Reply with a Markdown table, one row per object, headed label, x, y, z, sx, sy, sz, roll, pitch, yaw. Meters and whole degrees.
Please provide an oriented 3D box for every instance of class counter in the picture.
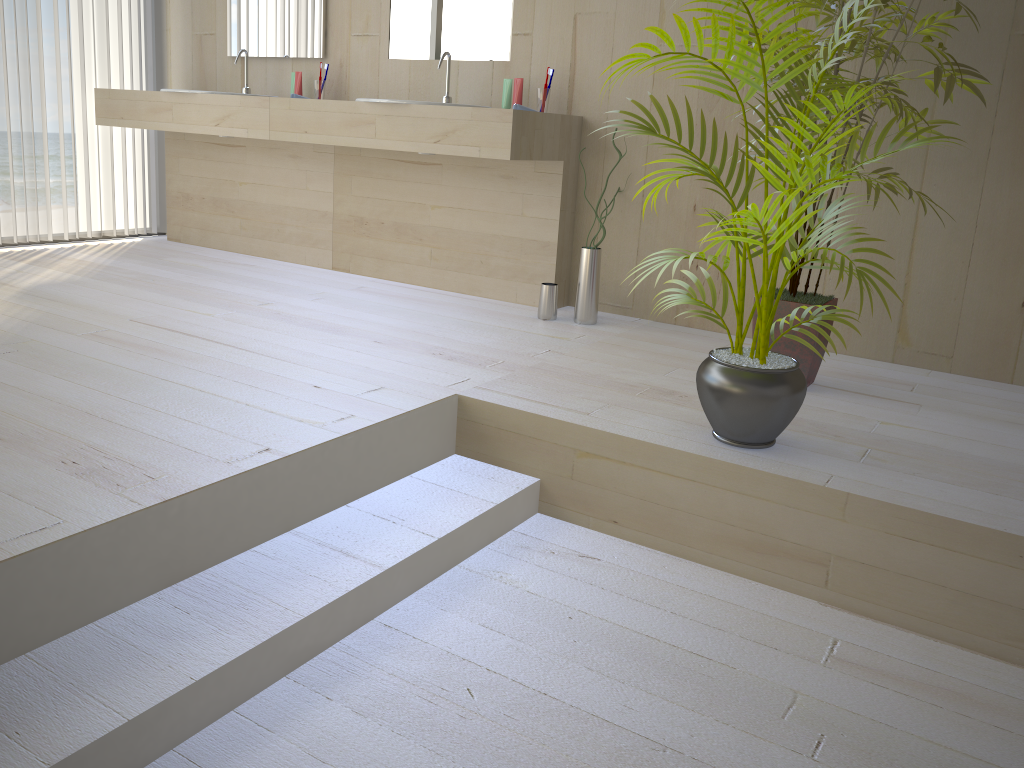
| label | x | y | z | sx | sy | sz | roll | pitch | yaw |
| --- | --- | --- | --- | --- | --- | --- | --- | --- | --- |
| counter | -0.386 | -0.760 | 3.722 | 1.211 | 0.780 | 0.555 | 13 | 16 | 30 |
| counter | -1.407 | -1.000 | 4.330 | 1.211 | 0.780 | 0.555 | 13 | 16 | 30 |

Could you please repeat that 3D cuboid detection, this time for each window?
| label | x | y | z | sx | sy | sz | roll | pitch | yaw |
| --- | --- | --- | --- | --- | --- | --- | --- | --- | --- |
| window | -2.835 | -1.673 | 2.658 | 0.749 | 2.776 | 4.600 | 11 | 17 | 30 |

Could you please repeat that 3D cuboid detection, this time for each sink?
| label | x | y | z | sx | sy | sz | roll | pitch | yaw |
| --- | --- | --- | --- | --- | --- | --- | --- | --- | --- |
| sink | -1.377 | -1.382 | 4.182 | 0.577 | 0.414 | 0.508 | 14 | 18 | 33 |
| sink | -0.356 | -1.141 | 3.574 | 0.577 | 0.414 | 0.508 | 14 | 18 | 33 |

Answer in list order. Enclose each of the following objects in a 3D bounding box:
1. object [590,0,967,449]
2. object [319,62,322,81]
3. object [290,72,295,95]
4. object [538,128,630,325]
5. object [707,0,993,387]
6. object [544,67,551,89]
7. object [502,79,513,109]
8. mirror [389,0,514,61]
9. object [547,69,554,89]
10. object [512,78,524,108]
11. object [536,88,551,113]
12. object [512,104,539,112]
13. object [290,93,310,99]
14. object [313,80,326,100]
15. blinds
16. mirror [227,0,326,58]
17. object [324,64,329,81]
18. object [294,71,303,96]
| label | x | y | z | sx | sy | sz | roll | pitch | yaw |
| --- | --- | --- | --- | --- | --- | --- | --- | --- | --- |
| object | 0.565 | -0.416 | 2.001 | 0.917 | 1.142 | 0.760 | -3 | 15 | -25 |
| object | -0.887 | -1.398 | 4.099 | 0.012 | 0.176 | 0.050 | -1 | 14 | -19 |
| object | -1.042 | -1.423 | 4.240 | 0.039 | 0.133 | 0.039 | 1 | 13 | -10 |
| object | 0.298 | -0.620 | 3.450 | 0.274 | 0.739 | 0.411 | 8 | 14 | 18 |
| object | 0.943 | -0.853 | 2.584 | 0.789 | 1.734 | 0.946 | -5 | 16 | -33 |
| object | 0.135 | -1.158 | 3.491 | 0.012 | 0.176 | 0.050 | -1 | 14 | -19 |
| object | -0.020 | -1.182 | 3.632 | 0.039 | 0.133 | 0.039 | 0 | 14 | -17 |
| mirror | -0.249 | -1.825 | 3.765 | 0.657 | 0.857 | 0.023 | 12 | 15 | 30 |
| object | 0.139 | -1.166 | 3.527 | 0.054 | 0.173 | 0.012 | -5 | 16 | -33 |
| object | 0.023 | -1.150 | 3.529 | 0.039 | 0.133 | 0.039 | 0 | 14 | -17 |
| object | 0.123 | -1.125 | 3.528 | 0.059 | 0.099 | 0.059 | 16 | 18 | 40 |
| object | 0.054 | -1.080 | 3.469 | 0.104 | 0.028 | 0.033 | -2 | 16 | -18 |
| object | -0.968 | -1.321 | 4.078 | 0.104 | 0.028 | 0.033 | -2 | 16 | -18 |
| object | -0.899 | -1.366 | 4.136 | 0.059 | 0.099 | 0.059 | 14 | 17 | 36 |
| blinds | -2.165 | -1.714 | 4.182 | 0.084 | 2.043 | 1.192 | 11 | 16 | 30 |
| mirror | -1.141 | -2.026 | 4.264 | 0.657 | 0.857 | 0.023 | 12 | 15 | 30 |
| object | -0.883 | -1.407 | 4.135 | 0.054 | 0.173 | 0.012 | -5 | 16 | -33 |
| object | -0.998 | -1.391 | 4.138 | 0.039 | 0.133 | 0.039 | 1 | 13 | -10 |
